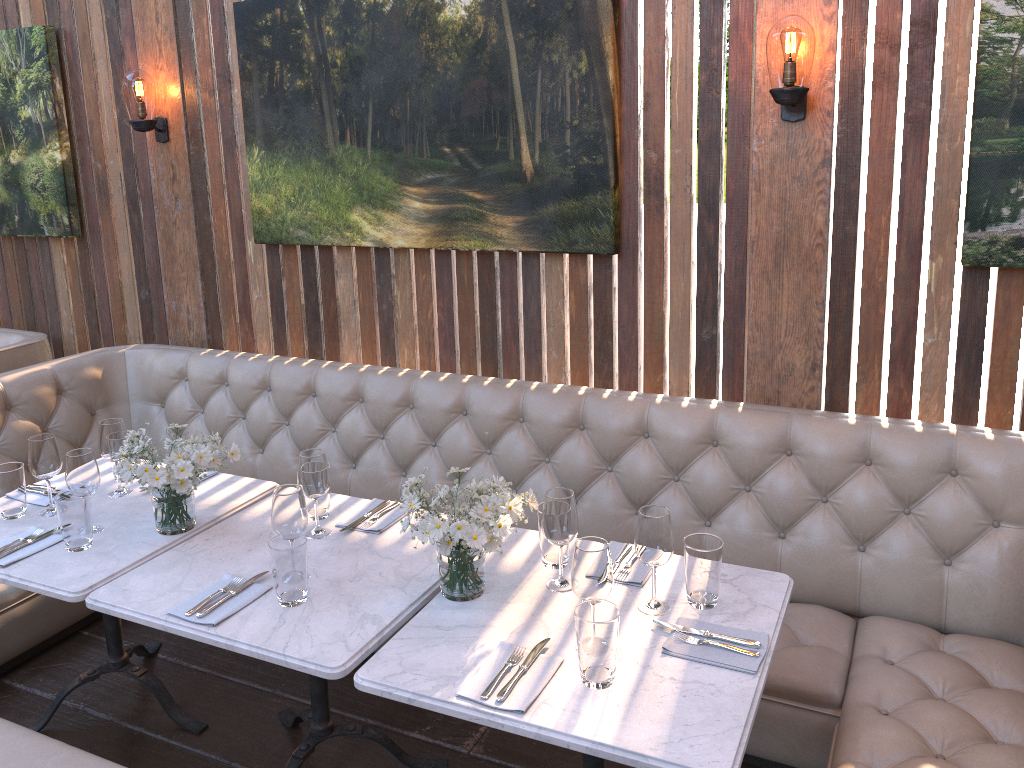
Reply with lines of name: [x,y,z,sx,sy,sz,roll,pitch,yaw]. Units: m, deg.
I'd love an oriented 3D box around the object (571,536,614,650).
object: [0.173,0.456,1.904,0.092,0.241,0.093,-5,13,-15]

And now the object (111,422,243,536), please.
object: [-0.975,0.275,2.561,0.331,0.305,0.339,11,19,41]

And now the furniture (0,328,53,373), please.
furniture: [-4.451,0.179,4.735,4.166,0.847,1.732,6,17,25]

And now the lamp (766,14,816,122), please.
lamp: [0.860,-0.973,2.730,0.146,0.316,0.180,4,14,25]

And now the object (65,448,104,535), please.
object: [-1.240,0.313,2.570,0.092,0.241,0.093,-5,13,-15]

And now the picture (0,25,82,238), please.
picture: [-2.897,-1.276,4.601,1.653,0.984,0.066,5,14,26]

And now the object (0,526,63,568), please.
object: [-1.381,0.448,2.513,0.158,0.018,0.258,6,17,25]

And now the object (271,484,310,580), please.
object: [-0.561,0.382,2.250,0.092,0.241,0.093,-5,13,-15]

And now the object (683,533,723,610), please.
object: [0.449,0.443,2.081,0.092,0.156,0.093,1,13,12]

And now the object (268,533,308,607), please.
object: [-0.538,0.454,2.146,0.092,0.156,0.093,1,13,12]

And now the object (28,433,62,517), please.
object: [-1.425,0.279,2.714,0.092,0.241,0.093,-5,13,-15]

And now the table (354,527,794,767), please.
table: [0.194,0.868,2.107,0.800,0.663,0.809,5,16,24]

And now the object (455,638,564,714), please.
object: [0.007,0.593,1.845,0.158,0.018,0.258,6,17,25]

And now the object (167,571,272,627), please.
object: [-0.706,0.518,2.189,0.158,0.018,0.258,6,17,25]

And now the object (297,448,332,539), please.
object: [-0.558,0.310,2.508,0.092,0.241,0.093,-5,13,-15]

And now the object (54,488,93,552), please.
object: [-1.219,0.383,2.473,0.092,0.156,0.093,1,13,12]

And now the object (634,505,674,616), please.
object: [0.330,0.409,2.057,0.092,0.241,0.093,-5,13,-15]

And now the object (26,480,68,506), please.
object: [-1.505,0.350,2.878,0.255,0.018,0.159,6,17,26]

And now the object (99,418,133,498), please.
object: [-1.275,0.237,2.849,0.092,0.241,0.093,5,14,28]

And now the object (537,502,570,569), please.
object: [0.111,0.394,2.295,0.092,0.156,0.093,1,13,12]

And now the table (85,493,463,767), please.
table: [-0.541,0.792,2.459,0.800,0.663,0.809,5,16,26]

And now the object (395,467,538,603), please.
object: [-0.111,0.364,2.147,0.330,0.305,0.339,9,18,37]

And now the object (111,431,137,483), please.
object: [-1.307,0.246,2.975,0.092,0.156,0.093,1,13,12]

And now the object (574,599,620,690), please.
object: [0.173,0.531,1.795,0.092,0.156,0.093,1,13,12]

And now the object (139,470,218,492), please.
object: [-1.123,0.320,2.948,0.158,0.018,0.258,6,17,25]

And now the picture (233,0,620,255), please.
picture: [-0.383,-1.017,3.402,1.653,0.984,0.066,5,14,26]

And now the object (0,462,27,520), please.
object: [-1.532,0.329,2.703,0.092,0.156,0.093,-8,15,-27]

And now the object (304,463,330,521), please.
object: [-0.583,0.320,2.632,0.092,0.156,0.093,1,13,12]

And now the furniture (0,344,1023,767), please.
furniture: [-0.372,0.602,2.780,4.166,0.847,1.732,6,17,25]

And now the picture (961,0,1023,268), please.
picture: [2.089,-0.763,2.225,1.653,0.984,0.066,5,14,26]

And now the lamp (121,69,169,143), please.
lamp: [-1.632,-1.231,3.925,0.146,0.316,0.180,4,14,25]

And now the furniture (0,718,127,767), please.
furniture: [-0.837,1.100,1.881,2.333,0.394,0.317,6,15,25]

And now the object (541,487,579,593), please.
object: [0.119,0.383,2.176,0.092,0.241,0.093,-5,13,-15]

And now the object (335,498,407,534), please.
object: [-0.413,0.392,2.613,0.158,0.018,0.258,6,17,25]

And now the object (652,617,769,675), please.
object: [0.423,0.557,1.931,0.255,0.018,0.159,6,17,26]

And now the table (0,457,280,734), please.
table: [-1.275,0.716,2.811,0.800,0.663,0.809,5,16,25]

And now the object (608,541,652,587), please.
object: [0.285,0.465,2.277,0.158,0.018,0.258,6,17,25]
